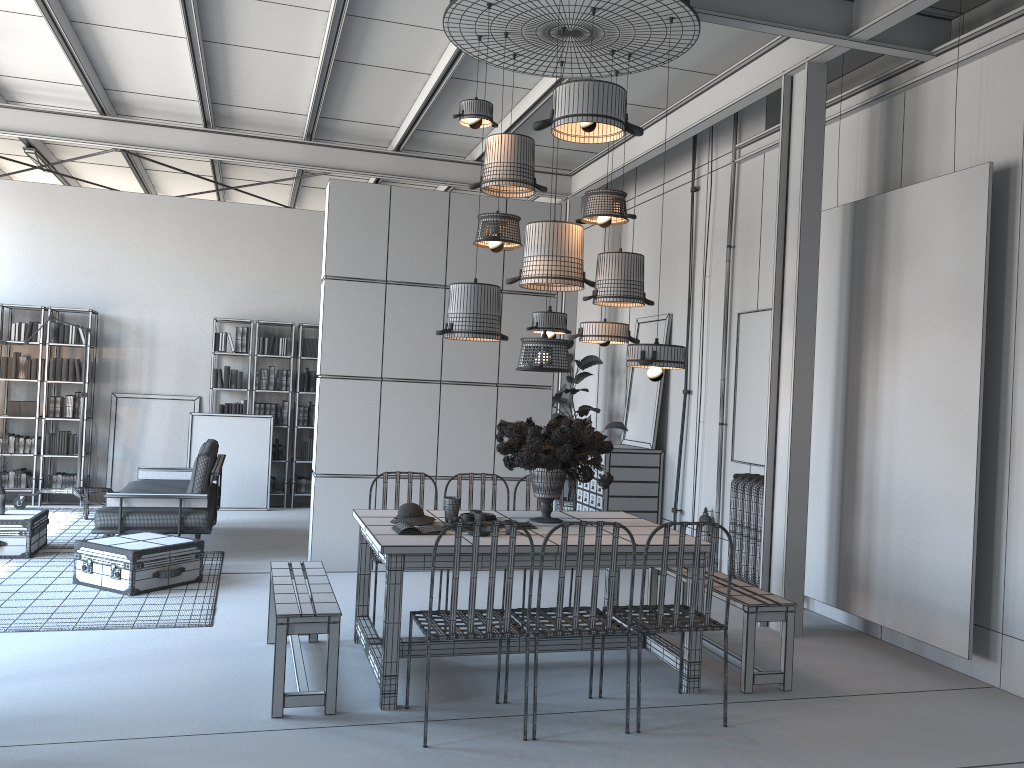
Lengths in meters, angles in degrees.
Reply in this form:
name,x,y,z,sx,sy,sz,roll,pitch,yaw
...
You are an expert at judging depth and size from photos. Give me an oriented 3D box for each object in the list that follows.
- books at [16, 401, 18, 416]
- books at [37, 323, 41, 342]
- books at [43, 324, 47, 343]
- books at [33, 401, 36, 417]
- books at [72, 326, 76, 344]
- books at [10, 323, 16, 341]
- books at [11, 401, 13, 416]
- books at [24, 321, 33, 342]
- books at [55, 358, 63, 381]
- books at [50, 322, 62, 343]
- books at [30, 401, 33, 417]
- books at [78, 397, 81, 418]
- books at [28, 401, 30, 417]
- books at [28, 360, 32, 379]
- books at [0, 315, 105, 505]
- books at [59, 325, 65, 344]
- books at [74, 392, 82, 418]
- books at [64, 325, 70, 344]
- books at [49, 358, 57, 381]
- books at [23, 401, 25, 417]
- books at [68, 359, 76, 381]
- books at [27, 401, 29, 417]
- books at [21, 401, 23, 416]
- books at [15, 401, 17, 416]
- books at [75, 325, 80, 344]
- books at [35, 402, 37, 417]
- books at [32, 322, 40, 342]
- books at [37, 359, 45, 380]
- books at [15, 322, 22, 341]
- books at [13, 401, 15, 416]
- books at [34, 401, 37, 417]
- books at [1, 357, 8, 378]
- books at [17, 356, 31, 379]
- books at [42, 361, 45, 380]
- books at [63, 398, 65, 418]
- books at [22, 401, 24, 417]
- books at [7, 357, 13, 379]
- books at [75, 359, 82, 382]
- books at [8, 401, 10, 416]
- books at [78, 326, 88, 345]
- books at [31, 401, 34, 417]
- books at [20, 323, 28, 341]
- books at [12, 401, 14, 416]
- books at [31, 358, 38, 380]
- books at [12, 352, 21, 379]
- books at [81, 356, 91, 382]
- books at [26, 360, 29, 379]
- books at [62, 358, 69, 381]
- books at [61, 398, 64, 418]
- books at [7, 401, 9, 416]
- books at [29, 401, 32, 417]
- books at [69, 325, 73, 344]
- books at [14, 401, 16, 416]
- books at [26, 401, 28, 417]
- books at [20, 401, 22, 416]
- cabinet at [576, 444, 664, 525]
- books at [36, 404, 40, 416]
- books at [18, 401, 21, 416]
name,x,y,z,sx,sy,sz,roll,pitch,yaw
books,-5.634,0.283,10.129,0.012,0.177,0.134,3,-1,-16
books,-5.435,-0.581,10.234,0.035,0.229,0.196,3,-1,-16
books,-5.407,-0.581,10.242,0.023,0.232,0.187,3,-1,-16
books,-5.466,0.287,10.157,0.012,0.177,0.134,3,-1,-16
books,-5.071,-0.565,10.291,0.032,0.231,0.179,3,-1,-16
books,-5.696,-0.587,10.157,0.043,0.213,0.154,3,-1,-16
books,-5.689,0.281,10.113,0.012,0.177,0.134,3,-1,-16
books,-5.538,-0.595,10.184,0.077,0.244,0.178,3,-1,-17
books,-5.242,-0.166,10.280,0.062,0.265,0.193,3,-1,-21
books,-5.267,-0.583,10.234,0.083,0.242,0.178,3,-1,-16
books,-5.488,0.286,10.150,0.012,0.177,0.134,3,-1,-16
books,-5.003,0.278,10.327,0.057,0.244,0.178,3,-1,-16
books,-5.510,0.285,10.144,0.012,0.177,0.134,3,-1,-16
books,-5.535,-0.164,10.201,0.022,0.226,0.163,3,-1,-16
books,-4.451,0.359,9.971,2.306,2.162,0.264,3,-1,-38
books,-5.195,-0.569,10.253,0.052,0.223,0.164,3,-1,-16
books,-5.068,0.243,10.353,0.038,0.303,0.222,3,-1,-16
books,-5.146,-0.567,10.278,0.052,0.223,0.164,3,-1,-16
books,-5.305,-0.169,10.262,0.062,0.265,0.193,3,-1,-21
books,-5.554,0.283,10.131,0.012,0.177,0.134,3,-1,-16
books,-5.125,-0.160,10.334,0.062,0.265,0.193,3,-1,-21
books,-5.521,0.284,10.141,0.012,0.177,0.134,3,-1,-16
books,-5.577,0.282,10.124,0.012,0.177,0.134,3,-1,-16
books,-5.645,0.283,10.126,0.012,0.177,0.134,3,-1,-16
books,-5.045,-0.566,10.298,0.022,0.236,0.186,3,-1,-16
books,-5.444,0.288,10.163,0.012,0.177,0.134,3,-1,-16
books,-5.480,-0.593,10.222,0.057,0.242,0.178,3,-1,-16
books,-5.446,-0.168,10.260,0.057,0.244,0.178,3,-1,-16
books,-5.661,-0.596,10.178,0.029,0.231,0.173,3,-1,-16
books,-5.667,0.282,10.120,0.012,0.177,0.134,3,-1,-16
books,-5.455,0.288,10.160,0.012,0.177,0.134,3,-1,-16
books,-5.792,-0.185,10.147,0.057,0.244,0.178,3,-1,-16
books,-5.615,-0.188,10.202,0.091,0.265,0.193,3,-1,-16
books,-5.398,-0.157,10.240,0.022,0.226,0.163,3,-1,-16
books,-5.187,0.278,10.307,0.022,0.226,0.163,3,-1,-16
books,-5.566,0.282,10.127,0.012,0.177,0.134,3,-1,-16
books,-5.738,-0.183,10.174,0.057,0.244,0.178,3,-1,-16
books,-5.050,-0.155,10.340,0.084,0.267,0.193,3,-1,-20
books,-5.712,0.279,10.107,0.012,0.177,0.134,3,-1,-16
books,-4.985,-0.558,10.315,0.107,0.229,0.184,3,-1,-16
books,-5.477,0.287,10.154,0.012,0.177,0.134,3,-1,-16
books,-5.600,-0.587,10.185,0.039,0.222,0.161,3,-1,-16
books,-5.678,0.281,10.116,0.012,0.177,0.134,3,-1,-16
books,-5.499,-0.171,10.233,0.057,0.244,0.178,3,-1,-16
books,-5.671,-0.212,10.149,0.038,0.303,0.222,3,-1,-16
books,-4.980,-0.174,10.369,0.071,0.303,0.222,3,-1,-21
books,-5.556,-0.165,10.194,0.022,0.226,0.163,3,-1,-16
books,-5.181,-0.163,10.299,0.062,0.265,0.193,3,-1,-21
books,-5.208,0.277,10.300,0.022,0.226,0.163,3,-1,-16
books,-5.723,0.279,10.103,0.012,0.177,0.134,3,-1,-16
books,-5.499,0.286,10.147,0.012,0.177,0.134,3,-1,-16
books,-5.101,-0.567,10.282,0.032,0.231,0.179,3,-1,-16
books,-5.656,0.282,10.123,0.012,0.177,0.134,3,-1,-16
books,-5.532,0.284,10.137,0.012,0.177,0.134,3,-1,-16
books,-5.588,0.281,10.121,0.012,0.177,0.134,3,-1,-16
cabinet,1.123,1.180,9.486,0.668,1.026,0.796,3,-1,-16
books,-5.433,0.289,10.167,0.012,0.177,0.134,3,-1,-16
books,-5.623,0.284,10.133,0.012,0.177,0.134,3,-1,-16
